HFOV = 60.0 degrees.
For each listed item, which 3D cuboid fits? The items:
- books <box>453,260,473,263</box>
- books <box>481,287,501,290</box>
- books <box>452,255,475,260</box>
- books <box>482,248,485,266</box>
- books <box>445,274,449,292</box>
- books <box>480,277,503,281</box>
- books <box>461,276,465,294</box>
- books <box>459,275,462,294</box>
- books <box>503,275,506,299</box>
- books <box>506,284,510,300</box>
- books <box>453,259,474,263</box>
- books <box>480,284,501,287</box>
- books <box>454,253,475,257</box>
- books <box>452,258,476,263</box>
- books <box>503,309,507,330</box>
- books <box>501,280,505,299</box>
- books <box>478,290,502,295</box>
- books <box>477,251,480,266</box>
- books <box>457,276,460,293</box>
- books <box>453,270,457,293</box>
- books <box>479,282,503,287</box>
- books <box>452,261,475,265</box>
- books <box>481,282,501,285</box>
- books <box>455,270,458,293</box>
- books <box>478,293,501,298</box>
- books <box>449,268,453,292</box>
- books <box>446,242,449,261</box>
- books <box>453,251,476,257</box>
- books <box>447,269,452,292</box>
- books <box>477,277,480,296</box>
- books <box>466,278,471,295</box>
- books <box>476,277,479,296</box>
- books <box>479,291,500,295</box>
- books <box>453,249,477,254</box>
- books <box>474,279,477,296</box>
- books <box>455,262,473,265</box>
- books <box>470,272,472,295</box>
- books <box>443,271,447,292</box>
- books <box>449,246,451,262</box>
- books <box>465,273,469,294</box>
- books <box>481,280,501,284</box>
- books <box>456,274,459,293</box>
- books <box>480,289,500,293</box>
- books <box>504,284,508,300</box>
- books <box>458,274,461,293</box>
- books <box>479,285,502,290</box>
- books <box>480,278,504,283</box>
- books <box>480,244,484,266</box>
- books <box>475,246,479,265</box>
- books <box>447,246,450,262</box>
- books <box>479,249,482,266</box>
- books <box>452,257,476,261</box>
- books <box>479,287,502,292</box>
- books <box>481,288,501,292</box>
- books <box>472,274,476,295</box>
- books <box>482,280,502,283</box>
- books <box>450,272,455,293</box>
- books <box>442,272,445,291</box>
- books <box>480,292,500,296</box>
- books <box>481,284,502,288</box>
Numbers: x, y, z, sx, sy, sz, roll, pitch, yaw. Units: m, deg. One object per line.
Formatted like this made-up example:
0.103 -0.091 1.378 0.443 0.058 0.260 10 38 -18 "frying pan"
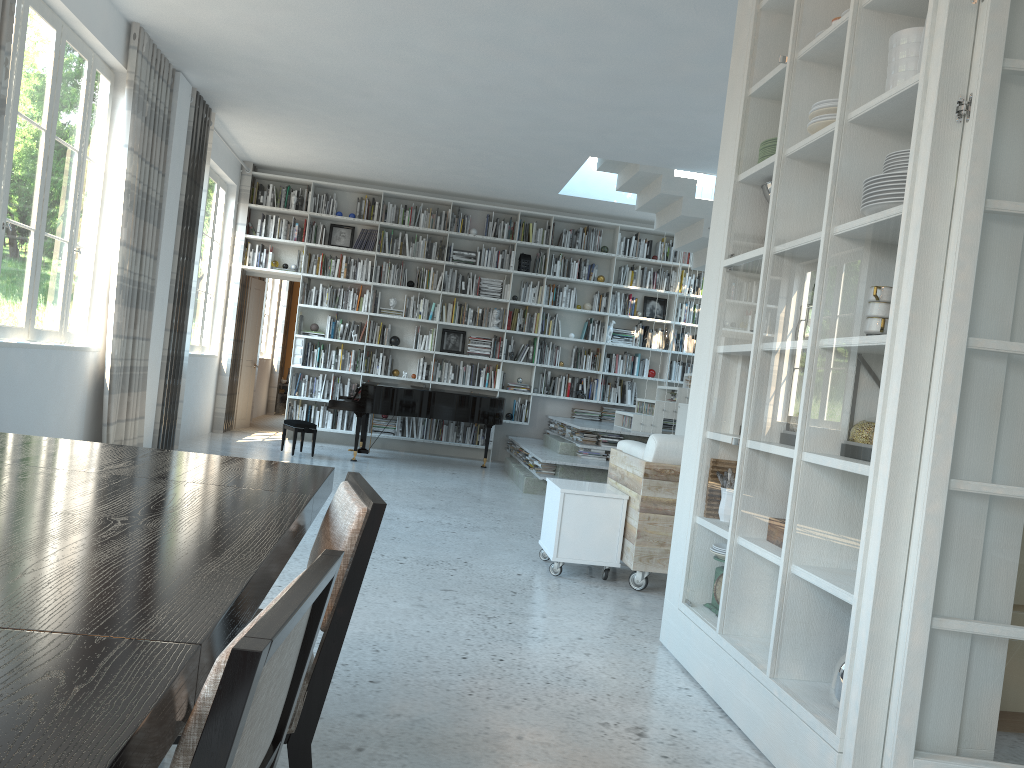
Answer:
-0.604 -1.512 11.019 0.254 0.012 0.161 7 0 -2 "books"
-0.271 -1.189 11.076 0.254 0.012 0.161 7 0 -6 "books"
-0.597 -1.566 11.018 0.285 0.024 0.159 7 0 -2 "books"
-0.365 -1.561 11.043 0.021 0.237 0.171 7 1 -7 "books"
-0.810 -1.240 11.020 0.027 0.228 0.147 7 1 -7 "books"
-0.258 -1.299 11.072 0.285 0.012 0.159 7 0 -5 "books"
-0.609 -1.220 11.023 0.066 0.237 0.153 7 1 -7 "books"
-0.648 -1.226 11.024 0.011 0.239 0.147 7 1 -7 "books"
-0.101 -1.201 11.095 0.012 0.319 0.139 7 1 -7 "books"
-0.058 -1.138 11.104 0.030 0.205 0.158 7 1 -7 "books"
-0.603 -1.524 11.023 0.254 0.012 0.161 7 0 -10 "books"
-0.267 -1.225 11.073 0.254 0.012 0.161 7 0 -5 "books"
-0.594 -1.590 11.020 0.254 0.025 0.161 7 0 -11 "books"
-0.602 -1.536 11.023 0.285 0.012 0.159 7 0 -10 "books"
-0.096 -0.802 11.118 0.023 0.265 0.107 7 1 -7 "books"
-0.115 -1.170 11.078 0.012 0.254 0.161 7 1 -7 "books"
-0.276 -1.141 11.072 0.285 0.012 0.159 7 0 -10 "books"
-0.425 -1.542 11.032 0.025 0.187 0.193 7 1 -7 "books"
-0.675 -1.226 11.024 0.014 0.233 0.147 7 1 -7 "books"
-0.714 -1.262 11.023 0.029 0.295 0.151 7 1 -7 "books"
-0.266 -1.237 11.076 0.285 0.012 0.159 7 0 -8 "books"
-0.606 -1.500 11.023 0.285 0.012 0.159 7 0 -4 "books"
-0.263 -1.249 11.066 0.254 0.012 0.161 7 0 -2 "books"
-0.693 -1.262 11.018 0.011 0.300 0.179 7 1 -7 "books"
-0.281 -1.105 11.078 0.285 0.012 0.159 7 0 -6 "books"
-0.760 -1.276 11.026 0.014 0.313 0.133 7 1 -7 "books"
-0.809 -1.622 11.003 0.012 0.254 0.161 7 1 -7 "books"
-0.591 -1.615 11.024 0.285 0.024 0.159 7 0 -5 "books"
-0.778 -1.270 11.005 0.026 0.297 0.179 7 1 -7 "books"
-0.423 -1.203 11.034 0.013 0.247 0.176 7 1 -7 "books"
-0.544 -1.202 11.037 0.024 0.216 0.148 7 1 -7 "books"
-0.439 -1.204 11.044 0.015 0.245 0.183 7 1 -7 "books"
-0.278 -1.129 11.077 0.254 0.012 0.161 7 0 -8 "books"
-0.589 -1.639 11.028 0.285 0.024 0.159 7 0 -7 "books"
-0.460 -1.192 11.051 0.024 0.216 0.132 7 1 -7 "books"
-0.608 -1.488 11.022 0.254 0.012 0.161 7 0 -3 "books"
-0.513 -1.236 11.042 0.049 0.291 0.162 7 1 -7 "books"
-0.832 -1.262 11.001 0.026 0.267 0.170 7 1 -7 "books"
-0.772 -1.599 11.001 0.013 0.218 0.141 7 1 -7 "books"
-0.564 -1.239 11.040 0.022 0.285 0.130 7 1 -7 "books"
-0.263 -1.263 11.073 0.254 0.012 0.161 7 0 -5 "books"
-0.686 -1.237 11.022 0.011 0.252 0.153 7 1 -7 "books"
-0.275 -1.153 11.075 0.254 0.012 0.161 7 0 -5 "books"
-0.087 -1.138 11.095 0.029 0.198 0.172 7 1 -7 "books"
-0.660 -1.233 11.021 0.014 0.250 0.172 7 1 -7 "books"
-0.269 -1.201 11.071 0.285 0.012 0.159 7 0 -4 "books"
-0.259 -1.287 11.065 0.285 0.012 0.159 7 0 -12 "books"
-0.377 -1.585 11.025 0.011 0.284 0.190 7 1 -7 "books"
-0.440 -1.578 11.034 0.012 0.254 0.161 7 1 -7 "books"
-0.791 -1.593 10.986 0.027 0.201 0.167 7 1 -7 "books"
-0.402 -1.558 11.064 0.024 0.223 0.128 7 1 -7 "books"
-0.601 -1.548 11.025 0.285 0.012 0.159 7 0 -9 "books"
-0.273 -1.177 11.077 0.285 0.012 0.159 7 0 -6 "books"
-0.274 -1.165 11.074 0.254 0.012 0.161 7 0 -9 "books"
-0.478 -1.220 11.032 0.021 0.269 0.191 7 1 -7 "books"
-0.262 -1.275 11.077 0.254 0.012 0.161 7 0 -7 "books"
-0.740 -1.250 11.003 0.025 0.266 0.185 7 1 -7 "books"
-0.853 -1.258 11.009 0.012 0.254 0.161 7 1 -7 "books"
-0.280 -1.117 11.080 0.254 0.012 0.161 7 0 -7 "books"
-0.268 -1.213 11.071 0.254 0.012 0.161 7 0 -10 "books"
